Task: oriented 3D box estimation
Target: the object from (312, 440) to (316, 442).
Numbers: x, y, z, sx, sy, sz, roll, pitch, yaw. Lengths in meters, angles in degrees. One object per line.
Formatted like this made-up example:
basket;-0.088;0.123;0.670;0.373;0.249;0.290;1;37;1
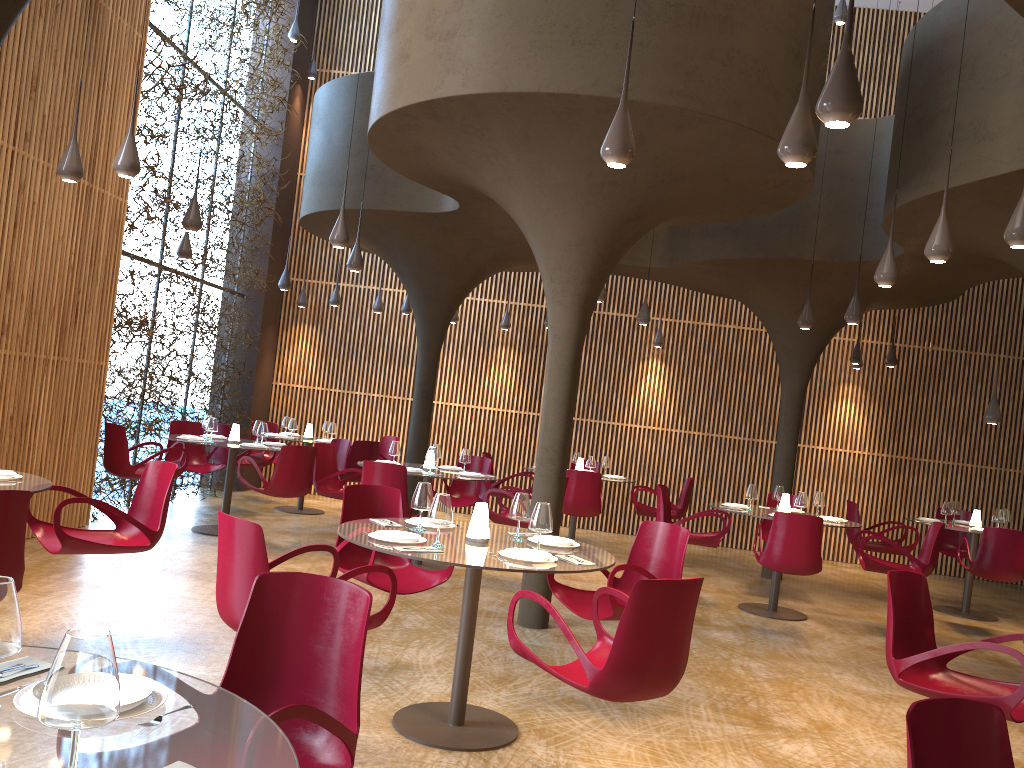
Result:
object;-2.818;0.871;13.383;0.411;0.012;0.204;8;-2;-39

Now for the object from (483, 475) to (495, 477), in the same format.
object;-0.340;1.084;10.511;0.261;0.017;0.126;6;-2;25

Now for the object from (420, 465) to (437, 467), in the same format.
object;-1.033;1.016;10.972;0.126;0.017;0.262;6;-2;16

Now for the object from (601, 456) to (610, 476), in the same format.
object;1.389;1.223;13.179;0.142;0.295;0.141;7;-1;-42

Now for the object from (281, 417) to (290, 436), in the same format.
object;-3.543;0.662;13.900;0.142;0.295;0.142;7;0;5

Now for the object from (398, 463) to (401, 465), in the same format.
object;-1.485;0.942;10.523;0.331;0.014;0.332;6;-2;31

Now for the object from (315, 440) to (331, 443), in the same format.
object;-2.815;0.871;13.386;0.331;0.014;0.332;6;-2;23

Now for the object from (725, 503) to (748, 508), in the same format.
object;2.587;1.405;10.227;0.263;0.029;0.263;6;-2;12

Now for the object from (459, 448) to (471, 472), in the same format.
object;-0.556;0.912;10.461;0.142;0.295;0.142;7;0;-21

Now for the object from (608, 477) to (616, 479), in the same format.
object;1.497;1.369;12.977;0.204;0.012;0.411;6;-2;11

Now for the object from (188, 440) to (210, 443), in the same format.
object;-3.705;0.687;10.510;0.262;0.017;0.126;8;-2;-40

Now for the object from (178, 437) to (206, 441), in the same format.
object;-3.885;0.666;10.751;0.332;0.014;0.331;7;-2;-14

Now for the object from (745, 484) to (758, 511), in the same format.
object;2.705;1.284;10.018;0.141;0.295;0.142;6;-1;43

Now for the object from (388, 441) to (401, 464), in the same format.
object;-1.366;0.812;10.315;0.141;0.295;0.142;6;-1;43

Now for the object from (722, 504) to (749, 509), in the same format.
object;2.586;1.414;10.227;0.331;0.014;0.332;6;-2;31

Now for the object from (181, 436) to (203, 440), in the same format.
object;-3.884;0.656;10.751;0.263;0.029;0.263;7;-2;-24

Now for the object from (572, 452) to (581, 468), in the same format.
object;0.972;1.180;13.399;0.142;0.295;0.142;7;0;5

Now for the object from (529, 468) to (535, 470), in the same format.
object;0.385;1.238;12.788;0.262;0.017;0.126;6;-2;11

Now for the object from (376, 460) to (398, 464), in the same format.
object;-1.484;0.933;10.523;0.263;0.029;0.263;7;-2;5

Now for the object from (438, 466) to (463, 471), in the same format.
object;-0.748;1.040;10.874;0.332;0.014;0.331;7;-2;-13

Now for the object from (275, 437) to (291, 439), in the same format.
object;-3.382;0.804;13.146;0.262;0.017;0.126;8;-2;-40

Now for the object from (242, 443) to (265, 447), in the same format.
object;-3.137;0.744;10.750;0.263;0.029;0.263;8;-2;-35

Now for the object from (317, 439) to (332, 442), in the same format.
object;-2.813;0.861;13.386;0.263;0.029;0.263;7;-2;-3

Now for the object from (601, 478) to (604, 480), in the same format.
object;1.216;1.326;12.431;0.126;0.017;0.262;6;-2;10

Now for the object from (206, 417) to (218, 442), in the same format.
object;-3.637;0.557;10.743;0.142;0.295;0.142;7;0;4

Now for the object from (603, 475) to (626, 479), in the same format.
object;1.497;1.368;12.982;0.331;0.014;0.332;6;-2;28

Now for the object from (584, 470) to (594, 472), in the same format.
object;1.128;1.332;13.555;0.263;0.029;0.263;6;-2;15

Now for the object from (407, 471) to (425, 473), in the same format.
object;-1.130;0.965;9.870;0.332;0.014;0.332;7;-2;-3

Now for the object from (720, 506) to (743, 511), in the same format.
object;2.460;1.398;9.952;0.261;0.017;0.126;6;-2;21

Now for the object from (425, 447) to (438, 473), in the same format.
object;-0.910;0.856;9.980;0.142;0.295;0.142;7;0;-4

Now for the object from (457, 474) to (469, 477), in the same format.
object;-0.484;1.053;10.240;0.204;0.012;0.411;6;-2;21

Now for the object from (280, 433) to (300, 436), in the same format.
object;-3.545;0.807;14.132;0.332;0.014;0.332;7;-2;-3

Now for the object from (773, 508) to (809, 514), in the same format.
object;3.327;1.514;10.577;0.410;0.012;0.204;6;-2;11

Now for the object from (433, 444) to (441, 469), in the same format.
object;-0.928;0.877;10.750;0.142;0.295;0.142;7;0;-8

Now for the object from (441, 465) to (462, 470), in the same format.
object;-0.747;1.030;10.874;0.263;0.029;0.263;7;-2;6

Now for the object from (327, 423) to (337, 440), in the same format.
object;-2.769;0.745;13.618;0.142;0.295;0.141;7;-1;-36

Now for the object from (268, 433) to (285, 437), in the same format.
object;-3.560;0.773;13.388;0.263;0.029;0.263;7;-2;-8

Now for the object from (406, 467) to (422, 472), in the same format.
object;-1.129;0.955;9.870;0.263;0.029;0.263;6;-2;13

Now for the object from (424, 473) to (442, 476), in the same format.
object;-0.855;1.001;9.752;0.126;0.017;0.262;6;-2;20

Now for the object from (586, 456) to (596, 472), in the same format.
object;1.123;1.176;12.643;0.142;0.295;0.142;7;0;-3

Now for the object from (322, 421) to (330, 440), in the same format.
object;-2.948;0.737;14.056;0.142;0.295;0.142;7;0;22

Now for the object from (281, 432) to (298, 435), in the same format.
object;-3.544;0.797;14.132;0.263;0.029;0.263;8;-2;-42

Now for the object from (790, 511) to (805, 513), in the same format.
object;3.323;1.512;10.578;0.332;0.014;0.331;7;-2;-13

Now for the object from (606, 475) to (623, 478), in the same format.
object;1.498;1.358;12.982;0.263;0.029;0.263;7;-2;-17

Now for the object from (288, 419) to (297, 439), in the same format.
object;-3.314;0.674;13.380;0.142;0.295;0.142;7;0;4

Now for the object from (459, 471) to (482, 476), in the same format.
object;-0.482;1.043;10.245;0.263;0.029;0.263;6;-2;29

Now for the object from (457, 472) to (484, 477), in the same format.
object;-0.483;1.052;10.245;0.331;0.014;0.332;6;-2;35

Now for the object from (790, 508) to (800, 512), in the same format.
object;3.324;1.502;10.578;0.263;0.029;0.263;7;-2;6

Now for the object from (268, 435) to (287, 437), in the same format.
object;-3.561;0.782;13.388;0.332;0.014;0.331;7;-2;-14
